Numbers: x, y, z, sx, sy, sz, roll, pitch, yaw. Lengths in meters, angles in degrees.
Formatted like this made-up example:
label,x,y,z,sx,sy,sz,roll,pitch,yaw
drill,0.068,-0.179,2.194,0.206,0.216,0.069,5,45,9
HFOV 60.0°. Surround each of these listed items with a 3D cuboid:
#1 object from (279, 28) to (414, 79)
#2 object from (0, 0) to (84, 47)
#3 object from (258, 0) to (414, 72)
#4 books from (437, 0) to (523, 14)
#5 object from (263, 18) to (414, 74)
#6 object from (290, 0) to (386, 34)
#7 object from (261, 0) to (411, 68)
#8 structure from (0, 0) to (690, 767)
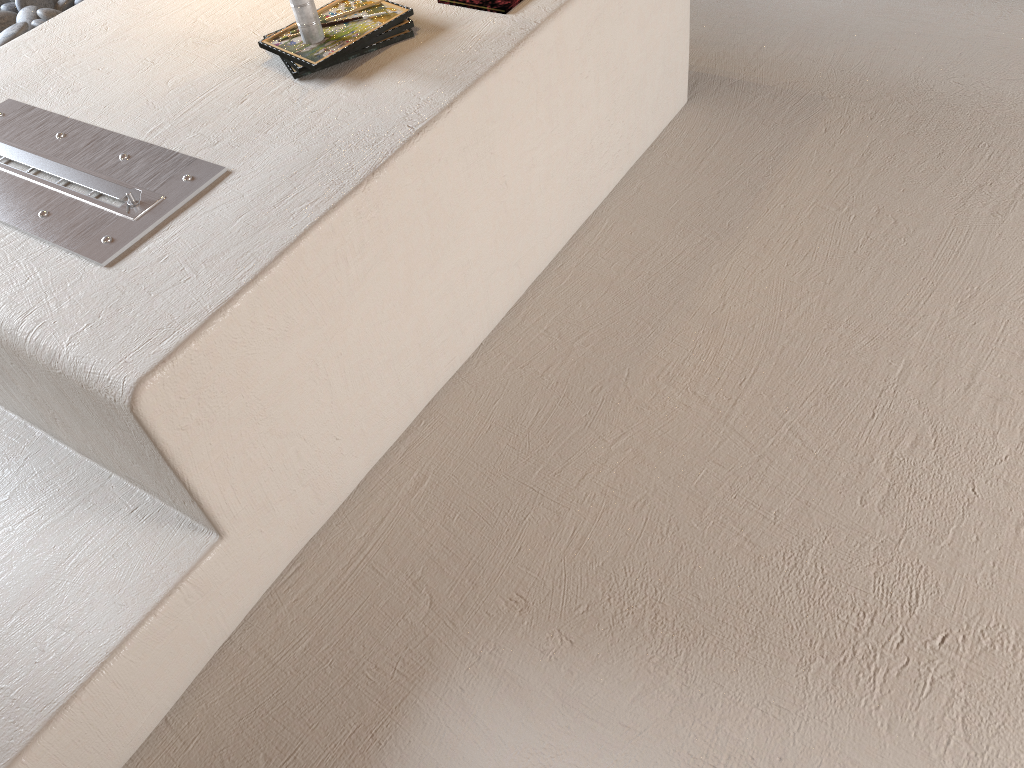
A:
label,x,y,z,sx,sy,sz,roll,pitch,yaw
object,-0.379,-0.764,1.952,0.276,0.013,0.207,-24,49,-11
object,-1.572,-1.082,2.736,1.436,0.245,1.843,21,55,27
object,-0.382,-0.772,1.925,0.207,0.013,0.276,32,61,33
books,-0.023,-0.919,2.026,0.188,0.013,0.251,22,56,27
object,-0.381,-0.772,1.943,0.276,0.013,0.207,-29,50,-16
object,-0.371,-0.794,1.938,0.232,0.010,0.064,-20,48,-8
object,-0.397,-0.845,1.845,0.301,0.234,0.246,-33,51,-19
structure,-1.861,-0.108,1.681,2.635,1.119,4.617,21,55,27
